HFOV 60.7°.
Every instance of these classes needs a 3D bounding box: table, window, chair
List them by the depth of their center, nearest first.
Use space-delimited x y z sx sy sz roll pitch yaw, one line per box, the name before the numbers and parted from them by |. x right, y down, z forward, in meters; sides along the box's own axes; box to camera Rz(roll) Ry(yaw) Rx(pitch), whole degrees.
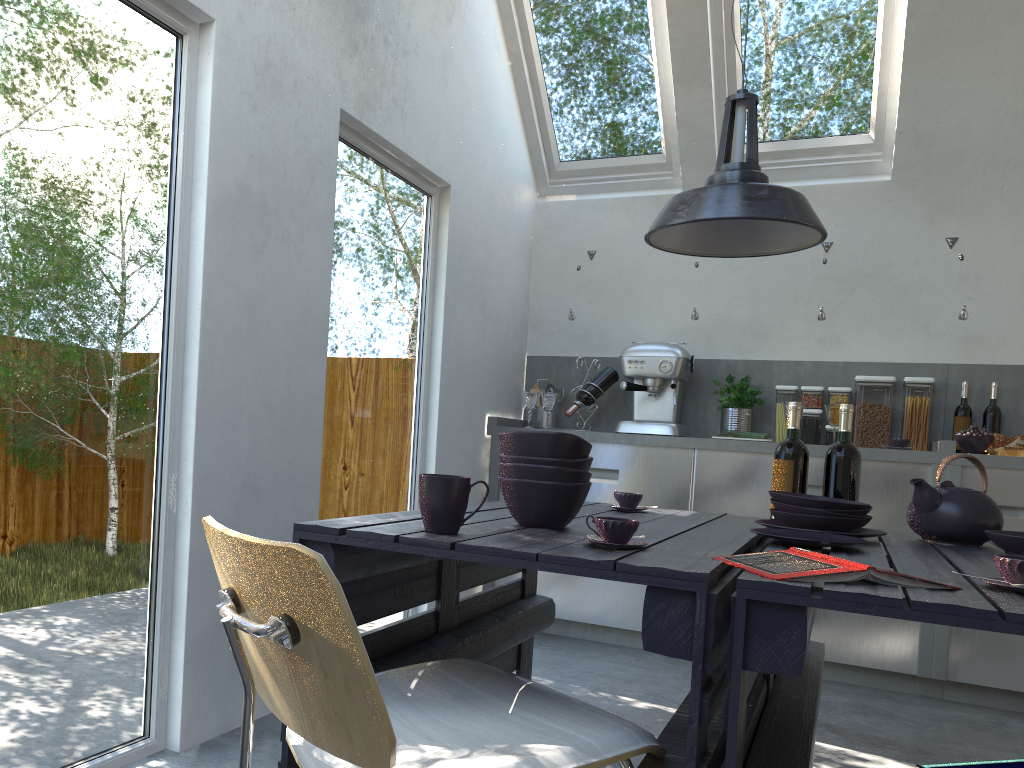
chair | -0.160 0.660 1.543 0.731 0.820 0.733 4 -1 -36
table | 0.557 0.749 2.019 1.676 0.797 1.441 3 -3 24
window | -1.162 -0.017 2.136 0.062 2.132 0.941 5 1 21
window | -0.590 0.118 3.629 0.062 2.132 0.941 5 1 21
window | 1.303 -1.771 3.861 0.869 1.391 1.414 4 -1 22
window | 0.371 -1.796 4.314 0.869 1.398 1.421 4 -1 22

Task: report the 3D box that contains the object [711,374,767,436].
object | 1.123 0.119 4.388 0.238 0.342 0.260 4 0 -24

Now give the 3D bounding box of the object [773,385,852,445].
object | 1.473 0.163 4.301 0.357 0.294 0.101 3 1 25

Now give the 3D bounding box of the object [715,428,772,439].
object | 1.073 0.238 4.142 0.293 0.053 0.134 1 -4 39

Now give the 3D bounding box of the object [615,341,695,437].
object | 0.731 0.020 4.466 0.374 0.501 0.409 4 -1 23

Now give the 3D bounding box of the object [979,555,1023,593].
object | 0.812 0.301 1.388 0.122 0.056 0.110 2 -3 31

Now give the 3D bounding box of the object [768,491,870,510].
object | 0.753 0.302 2.158 0.239 0.058 0.219 2 -4 23

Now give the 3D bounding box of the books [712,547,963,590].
books | 0.528 0.301 1.455 0.300 0.030 0.226 4 -4 -8

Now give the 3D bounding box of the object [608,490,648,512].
object | 0.347 0.350 2.607 0.119 0.056 0.113 3 -3 11

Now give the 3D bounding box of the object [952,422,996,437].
object | 1.948 0.208 3.681 0.163 0.095 0.139 3 -2 9

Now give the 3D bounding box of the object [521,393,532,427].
object | 0.091 0.145 4.691 0.097 0.192 0.099 4 0 -6

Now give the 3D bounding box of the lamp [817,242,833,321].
lamp | 1.502 -0.504 4.216 0.062 0.438 0.318 5 0 21

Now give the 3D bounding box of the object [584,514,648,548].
object | 0.194 0.276 1.634 0.119 0.056 0.113 3 -3 11

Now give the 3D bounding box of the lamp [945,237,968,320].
lamp | 2.031 -0.486 3.968 0.060 0.436 0.330 4 0 11

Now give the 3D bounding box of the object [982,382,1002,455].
object | 2.187 0.166 3.987 0.076 0.345 0.068 5 2 27

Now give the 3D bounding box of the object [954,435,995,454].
object | 1.945 0.258 3.683 0.142 0.079 0.152 5 -3 -19

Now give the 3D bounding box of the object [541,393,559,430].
object | 0.194 0.144 4.575 0.093 0.192 0.104 3 1 -44

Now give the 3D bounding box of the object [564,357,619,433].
object | 0.377 0.056 4.627 0.313 0.394 0.246 4 0 -37

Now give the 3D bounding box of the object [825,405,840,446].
object | 1.487 0.193 4.029 0.101 0.192 0.096 4 1 12

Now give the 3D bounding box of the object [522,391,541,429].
object | 0.095 0.136 4.548 0.102 0.192 0.095 4 1 17

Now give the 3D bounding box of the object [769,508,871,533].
object | 0.756 0.342 2.156 0.219 0.047 0.240 5 -4 -26

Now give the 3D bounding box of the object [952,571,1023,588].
object | 0.769 0.315 1.391 0.026 0.013 0.140 6 -4 -41

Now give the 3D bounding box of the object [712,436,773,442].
object | 1.092 0.262 4.134 0.273 0.012 0.174 2 -4 22

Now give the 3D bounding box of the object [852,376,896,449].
object | 1.730 0.144 4.196 0.183 0.355 0.122 4 1 23

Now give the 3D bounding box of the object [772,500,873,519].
object | 0.759 0.327 2.154 0.240 0.063 0.218 2 -4 28

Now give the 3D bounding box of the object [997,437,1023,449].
object | 2.121 0.257 3.749 0.207 0.059 0.190 1 -5 44

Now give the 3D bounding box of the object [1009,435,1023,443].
object | 2.194 0.257 3.774 0.114 0.077 0.124 5 -2 -24

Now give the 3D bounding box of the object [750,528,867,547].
object | 0.647 0.341 1.920 0.246 0.019 0.223 2 -4 28

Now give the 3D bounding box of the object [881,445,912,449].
object | 1.668 0.277 3.789 0.132 0.013 0.028 4 -3 1

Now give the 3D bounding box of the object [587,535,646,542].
object | 0.198 0.296 1.675 0.126 0.013 0.029 6 -3 -28

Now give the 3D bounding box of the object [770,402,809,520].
object | 0.782 0.223 2.450 0.087 0.345 0.095 3 1 -28

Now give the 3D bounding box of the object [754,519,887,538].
object | 0.756 0.363 2.158 0.280 0.024 0.312 6 -5 -35

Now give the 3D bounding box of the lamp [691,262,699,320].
lamp | 0.958 -0.523 4.480 0.060 0.436 0.330 4 0 11

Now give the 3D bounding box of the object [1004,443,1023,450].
object | 2.279 0.233 3.624 0.450 0.112 0.127 4 -1 -4

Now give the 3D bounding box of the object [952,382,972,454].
object | 2.081 0.162 4.037 0.075 0.345 0.070 4 1 17

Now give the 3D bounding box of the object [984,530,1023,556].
object | 1.191 0.365 1.959 0.219 0.047 0.240 5 -4 -26

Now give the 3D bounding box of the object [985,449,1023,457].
object | 2.258 0.301 3.621 0.492 0.028 0.294 2 -4 24

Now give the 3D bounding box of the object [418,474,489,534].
object | -0.119 0.233 1.691 0.134 0.109 0.097 3 -1 16

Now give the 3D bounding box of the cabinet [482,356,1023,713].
cabinet | 1.295 0.598 4.185 2.984 1.480 0.542 3 0 25

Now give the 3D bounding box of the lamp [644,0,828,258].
lamp | 0.586 -0.908 2.182 0.451 1.098 0.411 4 1 24

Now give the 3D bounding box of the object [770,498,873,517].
object | 0.759 0.314 2.158 0.241 0.063 0.217 2 -4 28

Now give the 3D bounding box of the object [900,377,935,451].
object | 1.902 0.151 4.117 0.133 0.355 0.122 4 1 23

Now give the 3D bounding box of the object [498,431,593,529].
object | 0.073 0.214 1.954 0.202 0.214 0.204 3 -1 24

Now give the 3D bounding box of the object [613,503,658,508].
object | 0.371 0.371 2.638 0.133 0.013 0.027 4 -3 3

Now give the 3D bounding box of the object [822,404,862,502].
object | 0.907 0.228 2.400 0.086 0.345 0.096 3 1 -33

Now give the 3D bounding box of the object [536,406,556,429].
object | 0.190 0.191 4.863 0.102 0.132 0.111 4 -1 -25

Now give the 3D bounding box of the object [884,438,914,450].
object | 1.693 0.264 3.820 0.123 0.056 0.109 2 -3 39

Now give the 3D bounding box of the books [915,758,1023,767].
books | 0.600 0.470 1.001 0.197 0.025 0.149 5 -4 -20

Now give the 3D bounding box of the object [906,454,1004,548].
object | 1.125 0.292 2.218 0.222 0.233 0.208 3 -1 25

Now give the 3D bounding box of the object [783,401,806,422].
object | 1.278 0.176 3.979 0.095 0.192 0.101 4 0 -18

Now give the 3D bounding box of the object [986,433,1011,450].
object | 2.079 0.249 3.759 0.114 0.077 0.124 5 -2 -24

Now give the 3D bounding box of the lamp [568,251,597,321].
lamp | 0.379 -0.543 4.752 0.062 0.438 0.318 5 0 21
